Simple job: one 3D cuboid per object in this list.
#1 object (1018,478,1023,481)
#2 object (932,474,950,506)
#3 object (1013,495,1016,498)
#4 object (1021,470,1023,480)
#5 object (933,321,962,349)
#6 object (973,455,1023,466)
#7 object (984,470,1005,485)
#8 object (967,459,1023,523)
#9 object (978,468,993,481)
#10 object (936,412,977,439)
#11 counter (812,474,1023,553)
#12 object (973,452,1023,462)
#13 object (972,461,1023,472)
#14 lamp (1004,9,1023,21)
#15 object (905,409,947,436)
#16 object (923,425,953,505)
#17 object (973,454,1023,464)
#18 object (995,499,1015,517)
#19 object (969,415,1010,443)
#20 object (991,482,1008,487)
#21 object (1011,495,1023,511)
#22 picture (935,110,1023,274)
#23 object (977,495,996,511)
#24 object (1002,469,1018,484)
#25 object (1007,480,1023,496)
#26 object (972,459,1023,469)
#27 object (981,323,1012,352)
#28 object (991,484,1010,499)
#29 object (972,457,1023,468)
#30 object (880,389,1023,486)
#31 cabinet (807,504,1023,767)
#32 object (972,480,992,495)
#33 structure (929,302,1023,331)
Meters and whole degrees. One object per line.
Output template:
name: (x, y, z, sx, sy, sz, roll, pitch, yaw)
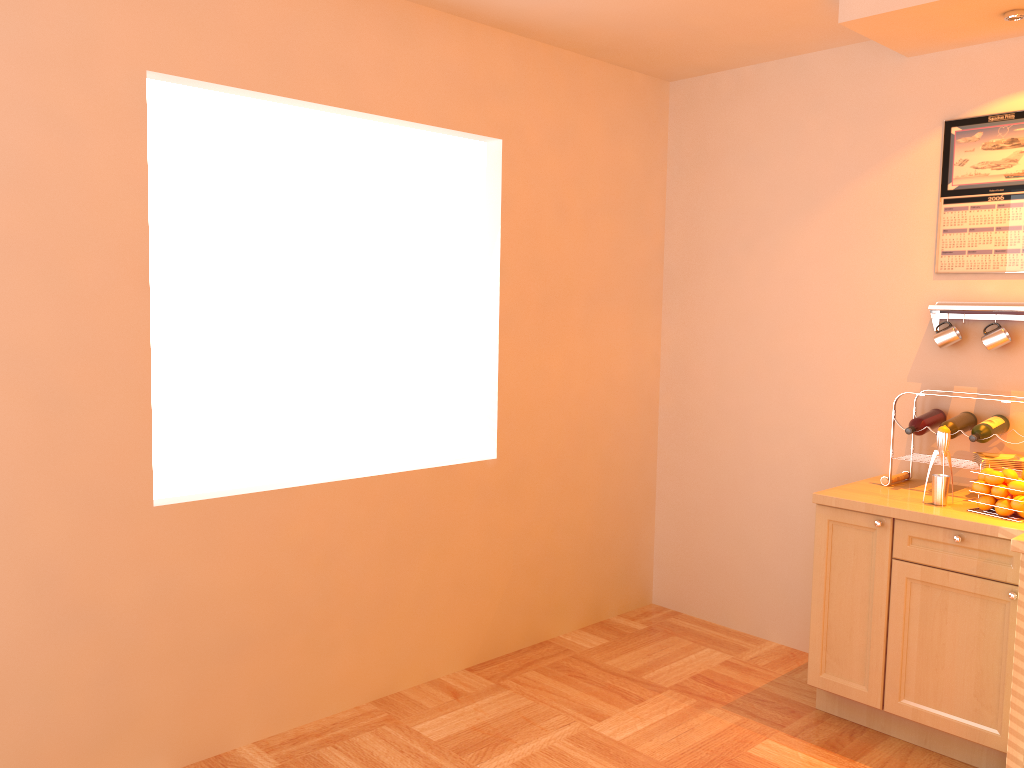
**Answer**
object: (1.747, 0.348, 3.069, 0.055, 0.051, 0.061, 1, 5, 1)
object: (1.535, 0.380, 3.178, 0.060, 0.106, 0.060, 2, 5, 14)
object: (1.734, 0.383, 3.017, 0.051, 0.053, 0.062, 2, 5, 15)
object: (1.785, 0.320, 3.056, 0.050, 0.060, 0.059, 2, 5, 6)
object: (1.721, -0.192, 3.502, 0.103, 0.111, 0.066, 5, 6, 40)
object: (1.810, 0.287, 3.281, 0.163, 0.011, 0.172, 2, 5, 16)
object: (1.651, 0.321, 3.034, 0.053, 0.051, 0.063, -3, 6, -36)
object: (1.718, 0.361, 3.049, 0.189, 0.174, 0.207, -2, 6, -28)
object: (1.654, 0.320, 3.087, 0.052, 0.060, 0.057, 1, 5, -5)
object: (1.695, 0.161, 3.398, 0.282, 0.095, 0.076, -4, 7, -43)
counter: (2.076, 0.505, 2.695, 0.770, 0.038, 2.250, -4, 7, -43)
object: (1.810, 0.274, 3.279, 0.163, 0.011, 0.172, 2, 5, 16)
object: (1.809, 0.307, 3.282, 0.163, 0.011, 0.172, 2, 5, 16)
lamp: (1.738, -1.271, 3.062, 0.070, 0.021, 0.070, 4, 6, 30)
object: (1.616, 0.152, 3.482, 0.282, 0.095, 0.076, -4, 7, -43)
object: (1.526, 0.289, 3.181, 0.101, 0.288, 0.088, -4, 7, -43)
object: (1.810, 0.280, 3.280, 0.163, 0.011, 0.172, 2, 5, 16)
object: (1.677, 0.420, 3.015, 0.064, 0.063, 0.074, 4, 6, 27)
object: (1.775, 0.170, 3.315, 0.282, 0.095, 0.076, -4, 7, -43)
object: (1.687, 0.360, 3.076, 0.064, 0.053, 0.051, 2, 5, 9)
object: (1.696, 0.398, 2.960, 0.061, 0.054, 0.052, 0, 5, -16)
picture: (1.856, -0.731, 3.400, 0.009, 0.605, 0.417, -4, 7, -43)
object: (1.638, 0.409, 3.061, 0.060, 0.057, 0.052, 2, 5, 8)
object: (1.709, 0.318, 3.046, 0.051, 0.053, 0.063, 2, 5, 8)
object: (1.701, 0.350, 2.982, 0.061, 0.052, 0.053, 3, 5, 20)
object: (1.809, 0.300, 3.282, 0.163, 0.011, 0.172, 2, 5, 16)
object: (1.843, -0.178, 3.373, 0.103, 0.111, 0.066, 5, 6, 40)
object: (1.665, 0.367, 3.024, 0.062, 0.053, 0.052, -1, 5, -22)
object: (1.809, 0.294, 3.281, 0.163, 0.011, 0.172, 2, 5, 16)
object: (1.738, 0.230, 3.368, 0.221, 0.379, 0.572, -4, 7, -43)
cabinet: (2.139, 0.974, 2.389, 1.141, 0.840, 2.850, -4, 7, -43)
object: (1.629, 0.360, 3.074, 0.053, 0.051, 0.063, -1, 5, -25)
structure: (1.826, -0.257, 3.419, 0.069, 0.118, 0.405, -4, 7, -43)
